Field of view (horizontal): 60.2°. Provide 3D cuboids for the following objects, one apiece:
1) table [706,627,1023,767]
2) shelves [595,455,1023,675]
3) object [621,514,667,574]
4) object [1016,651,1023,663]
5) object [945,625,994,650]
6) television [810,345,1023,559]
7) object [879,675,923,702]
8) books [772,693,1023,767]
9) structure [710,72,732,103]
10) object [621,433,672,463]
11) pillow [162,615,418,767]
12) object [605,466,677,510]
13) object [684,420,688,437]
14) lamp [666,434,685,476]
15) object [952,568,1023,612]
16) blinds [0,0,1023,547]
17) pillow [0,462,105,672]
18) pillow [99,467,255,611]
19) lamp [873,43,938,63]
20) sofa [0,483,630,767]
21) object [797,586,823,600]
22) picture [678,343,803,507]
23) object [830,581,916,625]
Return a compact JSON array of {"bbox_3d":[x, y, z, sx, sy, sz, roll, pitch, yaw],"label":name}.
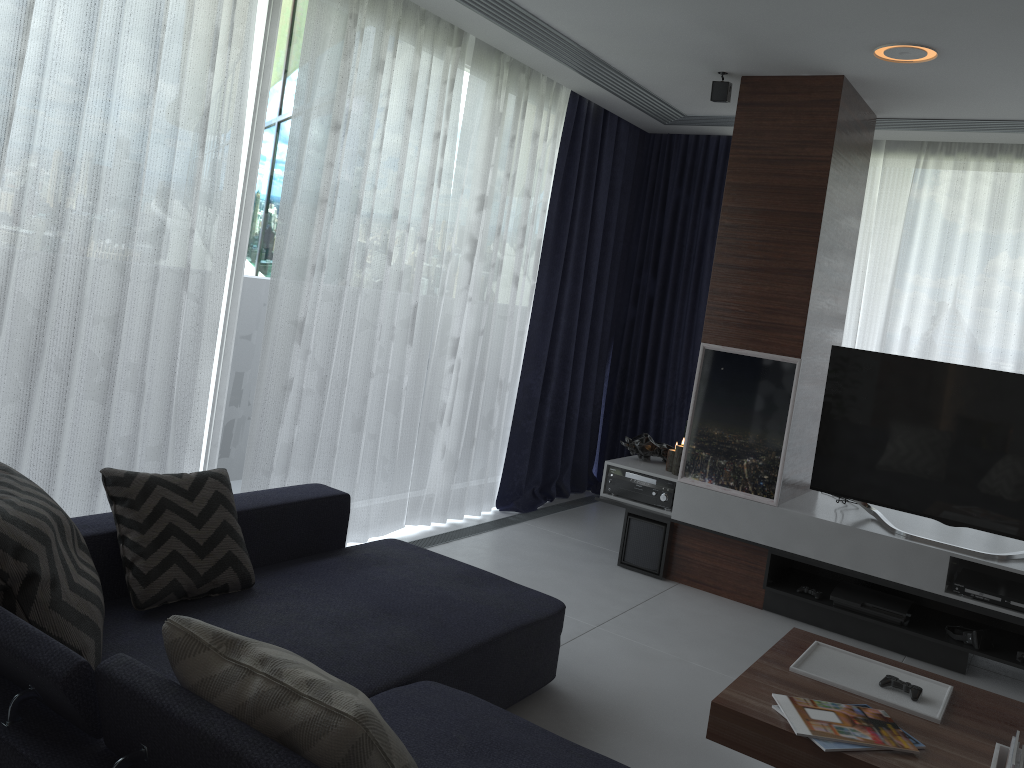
[{"bbox_3d":[1.045,1.061,2.438,0.806,0.351,0.803,12,6,32],"label":"table"},{"bbox_3d":[1.636,0.862,4.366,2.366,0.497,0.871,12,6,33],"label":"shelves"},{"bbox_3d":[0.731,0.815,4.583,0.214,0.250,0.253,10,4,32],"label":"object"},{"bbox_3d":[2.083,1.114,3.601,0.044,0.043,0.043,11,4,33],"label":"object"},{"bbox_3d":[1.942,1.059,3.766,0.116,0.079,0.185,6,6,-27],"label":"object"},{"bbox_3d":[2.001,0.312,3.932,1.239,0.784,0.296,11,3,33],"label":"television"},{"bbox_3d":[1.128,0.873,2.553,0.070,0.036,0.113,3,7,-44],"label":"object"},{"bbox_3d":[4.649,1.612,1.443,8.257,0.372,0.406,10,4,12],"label":"books"},{"bbox_3d":[1.053,-1.481,4.433,0.085,0.142,0.114,9,3,22],"label":"structure"},{"bbox_3d":[0.750,0.348,4.871,0.310,0.150,0.138,7,4,-10],"label":"object"},{"bbox_3d":[-0.351,0.626,1.526,0.498,0.387,0.341,11,4,32],"label":"pillow"},{"bbox_3d":[0.748,0.539,4.716,0.372,0.150,0.368,12,6,32],"label":"object"},{"bbox_3d":[1.064,0.335,5.061,0.169,0.228,0.168,9,3,9],"label":"object"},{"bbox_3d":[0.868,0.362,4.619,0.077,0.210,0.154,8,3,-9],"label":"lamp"},{"bbox_3d":[2.119,0.895,3.741,0.433,0.053,0.335,12,7,32],"label":"object"},{"bbox_3d":[1.165,-0.101,2.058,5.844,2.763,7.115,12,7,36],"label":"blinds"},{"bbox_3d":[-1.125,0.476,2.031,0.354,0.516,0.603,7,4,-27],"label":"pillow"},{"bbox_3d":[-0.957,0.431,2.577,0.288,0.343,0.413,11,5,37],"label":"pillow"},{"bbox_3d":[3.900,-0.676,0.537,9.627,0.084,5.349,10,6,19],"label":"lamp"},{"bbox_3d":[0.059,0.832,2.029,2.893,0.606,1.895,12,7,32],"label":"sofa"},{"bbox_3d":[1.384,0.962,4.090,0.070,0.036,0.113,3,7,-44],"label":"object"},{"bbox_3d":[1.097,0.184,4.279,0.504,0.699,0.053,10,2,33],"label":"picture"},{"bbox_3d":[1.645,0.991,4.023,0.316,0.067,0.313,12,7,32],"label":"object"}]
